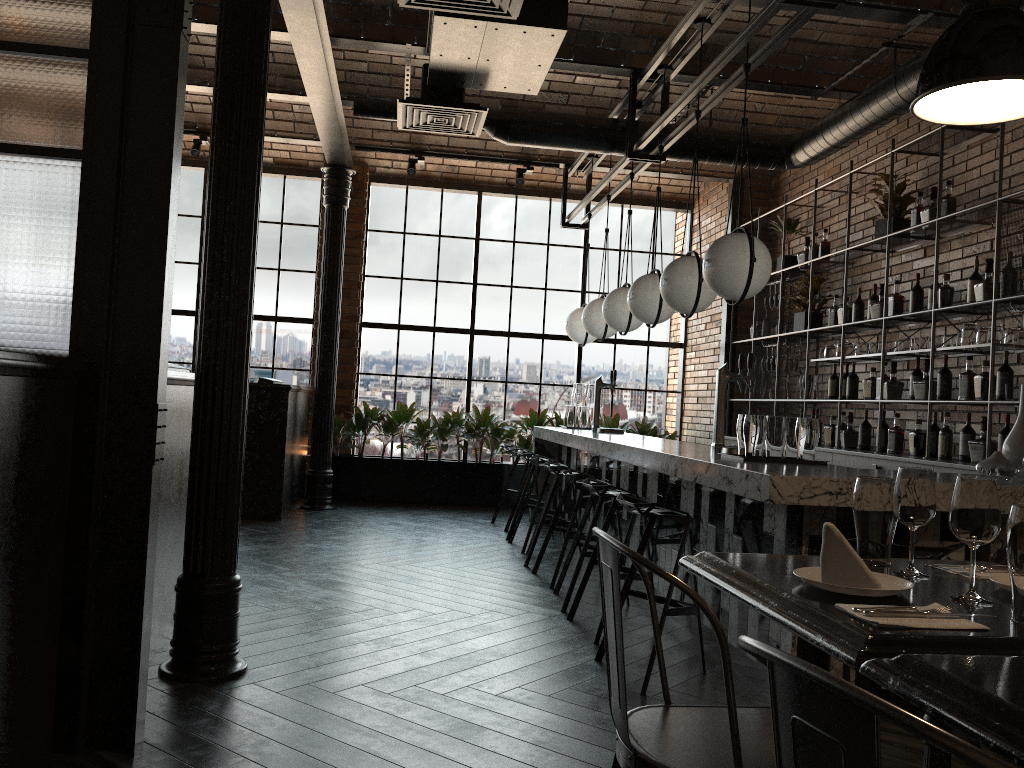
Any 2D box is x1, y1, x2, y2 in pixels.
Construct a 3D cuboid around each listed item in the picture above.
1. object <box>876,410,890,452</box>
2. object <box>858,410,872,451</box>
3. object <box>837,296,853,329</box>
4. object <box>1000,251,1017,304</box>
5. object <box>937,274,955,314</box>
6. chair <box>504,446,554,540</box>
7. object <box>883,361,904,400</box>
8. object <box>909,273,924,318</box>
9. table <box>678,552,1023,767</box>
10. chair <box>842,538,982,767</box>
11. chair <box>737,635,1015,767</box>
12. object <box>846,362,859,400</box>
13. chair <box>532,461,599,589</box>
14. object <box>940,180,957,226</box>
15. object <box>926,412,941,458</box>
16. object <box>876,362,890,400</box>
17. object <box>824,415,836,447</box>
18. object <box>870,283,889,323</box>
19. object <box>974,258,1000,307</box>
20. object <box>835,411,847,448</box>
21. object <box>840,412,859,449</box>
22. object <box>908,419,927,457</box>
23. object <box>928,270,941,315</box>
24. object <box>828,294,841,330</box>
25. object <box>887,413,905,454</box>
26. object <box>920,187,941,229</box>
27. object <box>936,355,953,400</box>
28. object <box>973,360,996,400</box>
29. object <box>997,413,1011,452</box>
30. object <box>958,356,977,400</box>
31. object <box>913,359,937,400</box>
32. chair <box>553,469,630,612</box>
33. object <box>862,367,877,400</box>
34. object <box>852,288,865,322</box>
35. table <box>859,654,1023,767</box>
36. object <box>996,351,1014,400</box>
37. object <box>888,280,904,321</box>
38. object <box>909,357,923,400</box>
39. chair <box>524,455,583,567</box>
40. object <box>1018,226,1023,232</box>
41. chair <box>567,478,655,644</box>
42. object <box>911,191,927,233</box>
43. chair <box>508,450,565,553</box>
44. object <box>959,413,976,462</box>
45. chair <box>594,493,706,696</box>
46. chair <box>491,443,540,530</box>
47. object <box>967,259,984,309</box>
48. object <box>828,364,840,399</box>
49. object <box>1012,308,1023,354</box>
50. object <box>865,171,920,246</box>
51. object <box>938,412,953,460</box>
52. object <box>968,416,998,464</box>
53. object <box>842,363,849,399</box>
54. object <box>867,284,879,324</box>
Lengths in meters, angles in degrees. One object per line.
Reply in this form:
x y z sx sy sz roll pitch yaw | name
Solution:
2.649 0.337 6.332 0.086 0.298 0.086 2 -2 41 | object
2.593 0.338 6.507 0.086 0.297 0.086 3 -1 26 | object
2.613 -0.561 6.949 0.094 0.248 0.151 3 -1 -4 | object
2.859 -0.614 5.106 0.086 0.297 0.086 2 -2 41 | object
2.779 -0.580 5.681 0.094 0.248 0.151 3 -1 21 | object
0.163 0.903 7.373 0.414 0.737 0.475 3 -1 -2 | chair
2.665 -0.018 6.202 0.123 0.279 0.123 3 -1 6 | object
2.742 -0.601 6.003 0.086 0.299 0.086 2 -2 41 | object
0.888 0.810 1.854 0.872 0.758 0.872 3 -1 -7 | table
1.275 0.867 2.988 0.475 0.737 0.414 3 -1 -2 | chair
0.530 0.720 0.942 0.558 0.857 0.504 4 -1 -17 | chair
2.607 -0.019 6.781 0.086 0.297 0.086 2 -2 41 | object
0.394 0.876 5.603 0.414 0.737 0.475 3 -1 -12 | chair
2.810 -1.169 5.717 0.083 0.282 0.083 4 -1 -22 | object
2.732 0.330 5.740 0.086 0.298 0.086 2 -2 41 | object
2.661 -0.018 6.341 0.083 0.282 0.083 3 -1 -7 | object
2.546 0.374 7.041 0.094 0.248 0.151 4 -1 -18 | object
2.672 -0.585 6.405 0.123 0.279 0.123 4 -1 -19 | object
2.823 -0.602 5.252 0.123 0.279 0.123 3 -1 1 | object
2.568 0.353 6.889 0.083 0.282 0.083 3 -1 -7 | object
2.572 0.353 6.750 0.123 0.279 0.123 3 -1 6 | object
2.697 0.356 5.890 0.094 0.248 0.151 3 -1 2 | object
2.791 -0.602 5.844 0.086 0.298 0.086 2 -2 41 | object
2.594 -0.576 7.108 0.083 0.282 0.083 4 -1 -22 | object
2.665 0.342 6.149 0.083 0.282 0.083 4 -1 -22 | object
2.790 -1.165 5.874 0.123 0.279 0.123 3 -1 -4 | object
2.756 -0.037 5.645 0.086 0.299 0.086 2 -2 41 | object
2.801 -0.016 5.252 0.094 0.248 0.151 3 -1 2 | object
2.813 0.317 5.044 0.086 0.299 0.086 2 -2 41 | object
2.783 -0.032 5.404 0.083 0.282 0.083 4 -1 -22 | object
2.716 -0.024 5.811 0.123 0.279 0.123 4 -1 -19 | object
0.475 0.867 4.989 0.414 0.737 0.475 3 -1 -2 | chair
2.639 0.002 6.493 0.094 0.248 0.151 4 -1 -18 | object
2.651 -0.587 6.781 0.086 0.298 0.086 2 -2 41 | object
1.003 0.797 0.979 0.872 0.758 0.872 3 -1 -7 | table
2.837 -0.043 5.102 0.086 0.298 0.086 2 -2 41 | object
2.707 -0.589 6.247 0.083 0.282 0.083 3 -1 -7 | object
2.720 -0.031 5.954 0.086 0.298 0.086 2 -2 41 | object
0.311 0.886 6.239 0.414 0.737 0.475 3 -1 3 | chair
2.885 -0.752 4.675 0.398 0.560 0.374 4 -2 -35 | object
0.550 0.858 4.411 0.414 0.737 0.475 3 -1 -12 | chair
2.769 -1.165 6.028 0.083 0.282 0.083 3 -1 -7 | object
0.236 0.894 6.815 0.414 0.737 0.475 3 -1 -12 | chair
2.772 0.323 5.392 0.086 0.298 0.086 2 -2 41 | object
0.641 0.848 3.714 0.414 0.737 0.475 4 -1 -17 | chair
0.089 0.911 7.939 0.414 0.737 0.475 4 -1 -17 | chair
2.824 -0.609 5.401 0.086 0.299 0.086 2 -2 41 | object
2.571 -0.014 7.076 0.086 0.299 0.086 2 -2 41 | object
2.780 -0.288 4.832 0.092 0.244 0.092 2 -2 32 | object
2.761 -1.278 6.422 0.430 0.526 0.425 3 -1 -5 | object
2.737 0.327 5.593 0.080 0.299 0.080 3 -1 -5 | object
2.773 0.330 5.209 0.123 0.279 0.123 4 -1 -19 | object
2.615 -0.016 6.935 0.086 0.298 0.086 2 -2 41 | object
2.675 -0.592 6.548 0.086 0.298 0.086 2 -2 41 | object
